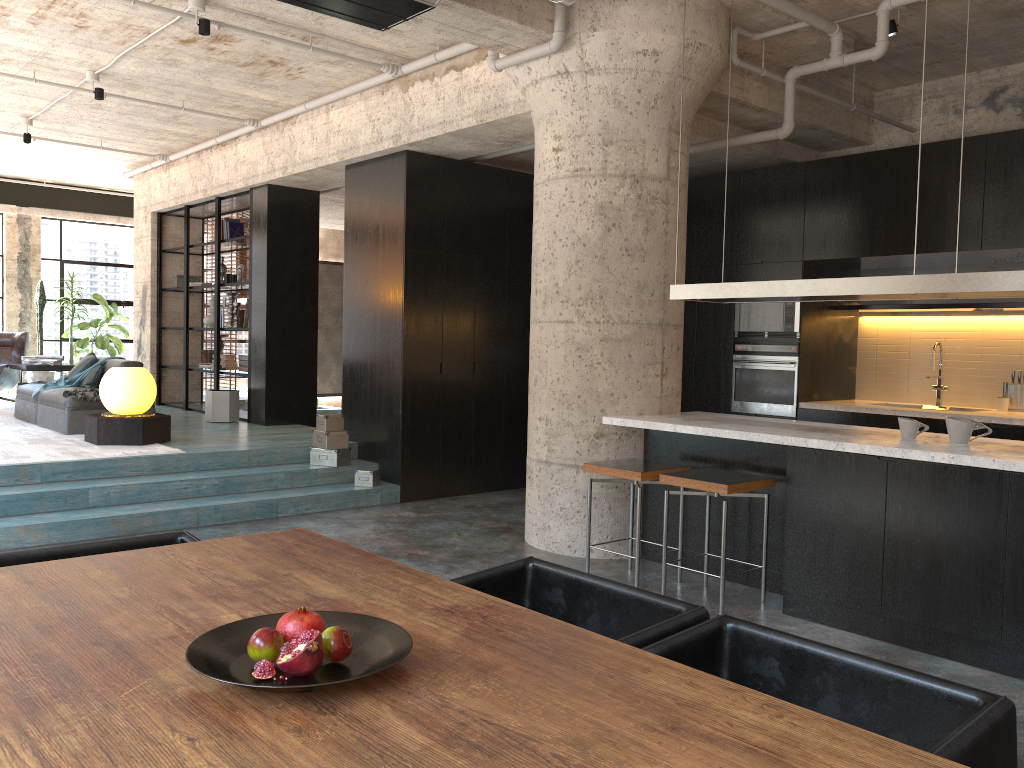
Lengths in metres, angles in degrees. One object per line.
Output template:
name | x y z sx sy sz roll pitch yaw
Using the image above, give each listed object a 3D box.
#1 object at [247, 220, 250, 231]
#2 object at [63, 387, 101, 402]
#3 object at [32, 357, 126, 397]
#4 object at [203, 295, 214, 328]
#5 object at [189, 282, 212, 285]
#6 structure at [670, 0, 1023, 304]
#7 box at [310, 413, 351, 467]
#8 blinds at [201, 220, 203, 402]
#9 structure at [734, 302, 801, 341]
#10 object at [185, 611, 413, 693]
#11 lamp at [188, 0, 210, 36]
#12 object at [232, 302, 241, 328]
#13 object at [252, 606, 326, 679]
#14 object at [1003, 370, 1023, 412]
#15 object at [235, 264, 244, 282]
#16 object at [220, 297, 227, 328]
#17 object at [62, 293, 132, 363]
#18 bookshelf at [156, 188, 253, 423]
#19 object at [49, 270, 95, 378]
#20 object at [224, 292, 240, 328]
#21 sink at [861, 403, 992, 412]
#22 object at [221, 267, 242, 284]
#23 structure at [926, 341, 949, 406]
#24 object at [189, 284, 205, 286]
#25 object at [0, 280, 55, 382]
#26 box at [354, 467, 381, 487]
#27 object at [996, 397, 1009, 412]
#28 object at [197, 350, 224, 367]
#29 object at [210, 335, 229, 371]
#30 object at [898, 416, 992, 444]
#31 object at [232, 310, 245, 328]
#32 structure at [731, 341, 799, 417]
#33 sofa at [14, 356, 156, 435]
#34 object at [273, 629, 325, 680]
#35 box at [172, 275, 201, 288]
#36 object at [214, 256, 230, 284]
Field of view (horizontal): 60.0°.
object | -2.845 -1.772 10.285 0.430 0.217 0.434 -1 3 -38
object | -4.040 0.112 8.446 0.429 0.185 0.433 4 4 45
object | -4.447 -0.072 9.271 0.985 0.438 0.444 1 3 -15
object | -3.869 -0.940 11.511 0.265 0.432 0.265 2 3 3
object | -3.968 -1.275 11.283 0.227 0.024 0.166 3 3 28
structure | 2.237 -1.490 4.486 0.538 2.100 3.117 -1 4 -41
box | -1.584 0.485 7.745 0.331 0.441 0.280 3 3 38
blinds | -3.299 -0.741 11.218 0.136 3.160 2.915 -1 4 -41
structure | 2.497 -0.620 8.107 0.612 0.450 0.659 -1 4 -41
object | -0.416 0.522 1.758 0.435 0.079 0.435 1 3 -5
lamp | -2.101 -2.466 5.950 0.107 0.215 0.141 3 3 31
object | -3.234 -0.808 10.423 0.099 0.301 0.099 4 4 43
object | -0.437 0.507 1.768 0.100 0.097 0.219 2 3 2
object | 4.111 0.057 7.158 0.291 0.336 0.060 4 4 43
object | -3.374 -1.338 10.932 0.131 0.280 0.252 0 3 -33
object | -3.673 -0.905 11.280 0.062 0.395 0.121 -1 3 -39
object | -6.368 -0.610 13.637 0.921 1.543 0.817 2 3 18
bookshelf | -3.558 -0.928 10.970 0.628 2.571 2.900 -1 4 -41
object | -6.500 -0.746 13.025 0.523 1.863 0.629 2 3 17
object | -3.477 -0.912 11.011 0.191 0.447 0.192 2 3 6
sink | 3.462 0.259 7.435 0.458 0.134 0.890 -1 4 -41
object | -3.296 -1.276 10.476 0.200 0.200 0.409 0 3 -31
structure | 3.590 -0.085 7.515 0.269 0.559 0.125 -1 4 -41
object | -3.979 -1.247 11.283 0.243 0.034 0.179 3 3 27
object | -7.491 -0.680 12.764 0.971 1.708 1.641 3 3 24
box | -1.242 0.801 7.620 0.172 0.140 0.187 2 3 11
object | 3.967 0.162 7.170 0.092 0.117 0.092 1 3 -2
object | -3.926 -0.331 11.609 0.284 0.231 0.335 -1 4 -41
object | -3.529 -0.377 10.704 0.218 0.433 0.218 4 4 41
object | 2.239 0.232 4.615 0.188 0.133 0.437 -1 4 -41
object | -3.333 -0.793 10.884 0.189 0.230 0.190 2 3 4
structure | 2.448 -0.054 8.103 0.649 0.651 0.664 -1 4 -41
sofa | -4.391 0.067 9.224 1.019 0.680 2.063 -1 4 -41
object | -0.405 0.516 1.703 0.088 0.082 0.110 1 3 -1
box | -4.239 -1.328 11.548 0.306 0.157 0.312 0 3 -31
object | -3.669 -1.414 11.217 0.178 0.394 0.180 4 4 43
